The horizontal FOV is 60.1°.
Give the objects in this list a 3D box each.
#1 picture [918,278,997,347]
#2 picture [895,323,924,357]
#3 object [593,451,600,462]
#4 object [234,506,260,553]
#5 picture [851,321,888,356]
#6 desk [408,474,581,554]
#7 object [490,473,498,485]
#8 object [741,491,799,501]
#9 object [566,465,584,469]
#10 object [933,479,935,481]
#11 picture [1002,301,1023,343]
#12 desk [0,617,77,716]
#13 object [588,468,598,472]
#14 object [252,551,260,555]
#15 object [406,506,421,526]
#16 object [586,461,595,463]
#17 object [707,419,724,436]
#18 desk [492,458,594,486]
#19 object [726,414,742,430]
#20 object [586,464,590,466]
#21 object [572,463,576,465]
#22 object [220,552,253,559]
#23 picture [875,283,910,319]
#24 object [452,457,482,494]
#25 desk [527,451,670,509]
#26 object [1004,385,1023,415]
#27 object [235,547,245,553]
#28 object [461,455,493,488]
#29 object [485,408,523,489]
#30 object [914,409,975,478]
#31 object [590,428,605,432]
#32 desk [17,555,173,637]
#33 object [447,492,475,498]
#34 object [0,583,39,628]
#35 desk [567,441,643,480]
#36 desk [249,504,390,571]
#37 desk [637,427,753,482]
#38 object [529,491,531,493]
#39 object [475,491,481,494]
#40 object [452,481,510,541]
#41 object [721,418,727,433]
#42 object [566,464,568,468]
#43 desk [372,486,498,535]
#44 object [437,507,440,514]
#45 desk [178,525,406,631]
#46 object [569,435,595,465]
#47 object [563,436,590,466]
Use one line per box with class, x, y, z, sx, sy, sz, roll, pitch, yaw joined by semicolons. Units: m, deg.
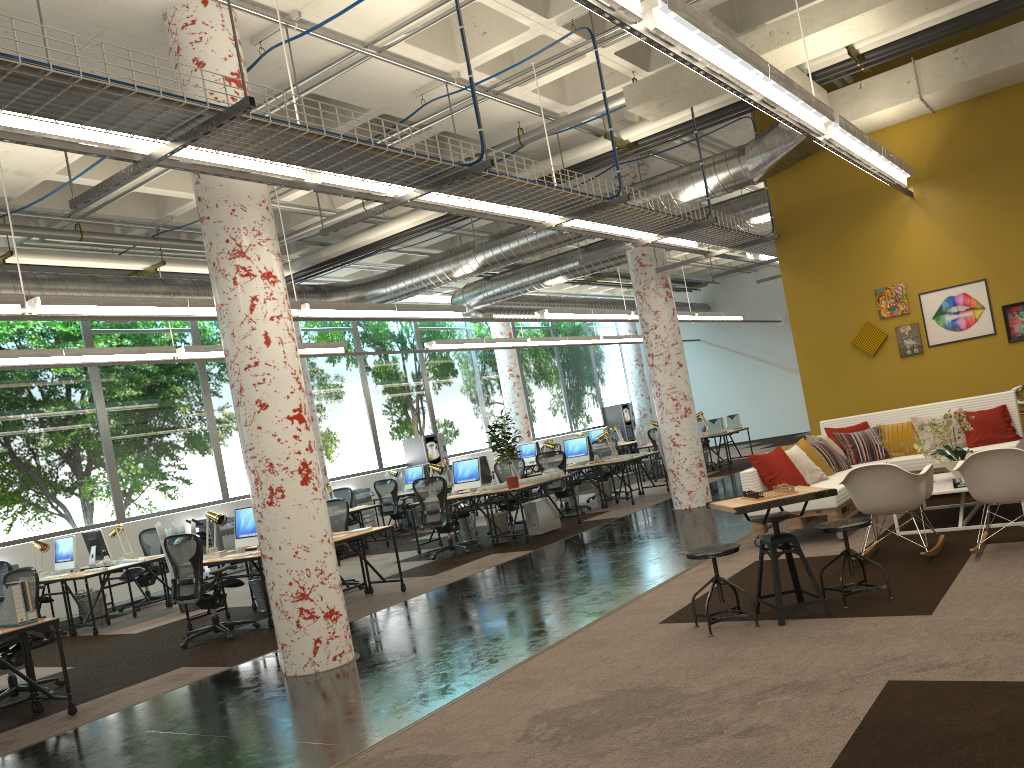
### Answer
picture;5.037;-0.797;10.034;0.709;0.632;0.018;-12;-1;35
picture;4.637;-0.514;10.337;0.253;0.355;0.027;-12;-1;35
object;1.462;1.250;15.388;0.101;0.209;0.102;-10;-1;-10
object;-2.733;1.526;9.329;0.486;0.485;0.189;-12;-1;35
picture;4.267;-0.538;10.575;0.426;0.424;0.047;-12;-1;35
desk;-0.241;1.851;12.587;1.950;0.724;1.396;-13;-3;35
object;-0.262;1.393;12.786;0.101;0.209;0.102;-10;-1;-10
object;1.620;0.700;5.579;0.273;0.012;0.273;-10;-3;-5
object;1.006;1.401;14.881;0.441;0.017;0.118;-13;-4;35
object;3.716;0.847;7.965;0.160;0.090;0.161;-9;-3;-31
picture;5.648;-0.703;9.636;0.505;0.418;0.041;-12;-1;35
desk;-4.420;2.284;6.486;1.950;0.723;1.396;-13;-3;35
object;2.163;2.251;23.826;0.360;0.435;0.352;-12;-2;31
object;-2.579;1.706;8.966;0.060;0.029;0.106;-13;-4;36
object;-1.935;2.657;17.907;0.352;0.435;0.370;-10;-2;-20
object;1.388;1.385;15.798;0.441;0.017;0.118;-13;-4;35
object;4.027;0.856;17.557;0.282;0.302;0.149;-12;-2;35
desk;0.757;2.168;20.574;1.950;0.723;1.396;-13;-3;35
object;4.599;0.799;18.385;0.282;0.302;0.149;-12;-2;35
object;1.265;1.335;14.686;0.060;0.029;0.106;-13;-4;36
object;1.127;1.439;15.993;0.060;0.029;0.106;-13;-4;36
object;-2.837;1.773;9.160;0.441;0.017;0.118;-13;-4;35
picture;4.464;-0.974;10.400;0.332;0.355;0.027;-12;-1;35
object;-0.614;1.297;12.447;0.486;0.485;0.189;-12;-1;35
desk;1.482;1.709;15.189;1.950;0.723;1.396;-13;-3;35
object;5.913;0.368;9.284;1.745;1.039;0.400;-13;-2;41
object;-2.946;1.721;9.572;0.101;0.209;0.102;-10;-1;-10
object;-0.525;1.316;13.030;0.486;0.485;0.189;-12;-1;35
object;-0.099;0.860;11.768;0.516;1.077;0.437;-11;-1;25
object;3.870;0.541;7.795;0.785;0.615;0.420;-8;-2;-43
object;2.312;1.451;23.676;0.486;0.485;0.189;-12;-1;35
desk;-5.411;2.780;11.659;1.950;0.723;1.396;-13;-3;35
object;-0.718;1.544;12.279;0.441;0.017;0.118;-13;-4;35
object;-3.636;1.616;6.482;0.282;0.302;0.149;-12;-2;35
desk;2.596;1.986;23.232;1.950;0.723;1.396;-13;-3;35
desk;-3.269;2.568;14.756;1.950;0.723;1.396;-13;-3;35
desk;3.815;1.467;18.389;1.950;0.723;1.396;-13;-3;35
object;0.324;2.433;21.168;0.360;0.435;0.352;-12;-2;31
object;-0.459;1.477;12.084;0.060;0.029;0.106;-13;-4;36
object;-0.444;1.778;12.500;0.852;0.932;0.104;-12;-1;30
object;4.110;0.848;17.678;0.282;0.302;0.149;-12;-2;35
object;0.898;1.350;15.292;0.101;0.209;0.102;-10;-1;-10
desk;-1.500;2.392;17.312;1.950;0.723;1.396;-13;-3;35
object;-1.449;2.513;17.013;0.360;0.435;0.352;-12;-2;31
desk;-2.361;2.080;9.468;1.950;0.723;1.396;-13;-3;35
object;1.199;1.174;15.633;0.486;0.485;0.189;-12;-1;35
object;1.110;1.155;15.050;0.486;0.485;0.189;-12;-1;35
